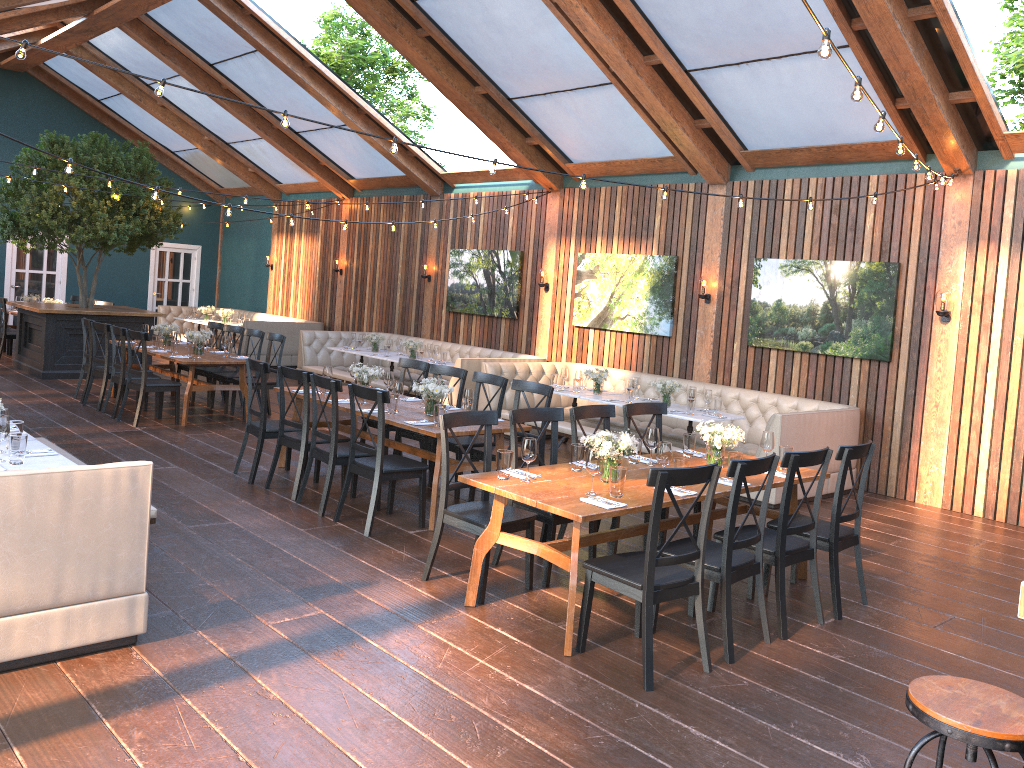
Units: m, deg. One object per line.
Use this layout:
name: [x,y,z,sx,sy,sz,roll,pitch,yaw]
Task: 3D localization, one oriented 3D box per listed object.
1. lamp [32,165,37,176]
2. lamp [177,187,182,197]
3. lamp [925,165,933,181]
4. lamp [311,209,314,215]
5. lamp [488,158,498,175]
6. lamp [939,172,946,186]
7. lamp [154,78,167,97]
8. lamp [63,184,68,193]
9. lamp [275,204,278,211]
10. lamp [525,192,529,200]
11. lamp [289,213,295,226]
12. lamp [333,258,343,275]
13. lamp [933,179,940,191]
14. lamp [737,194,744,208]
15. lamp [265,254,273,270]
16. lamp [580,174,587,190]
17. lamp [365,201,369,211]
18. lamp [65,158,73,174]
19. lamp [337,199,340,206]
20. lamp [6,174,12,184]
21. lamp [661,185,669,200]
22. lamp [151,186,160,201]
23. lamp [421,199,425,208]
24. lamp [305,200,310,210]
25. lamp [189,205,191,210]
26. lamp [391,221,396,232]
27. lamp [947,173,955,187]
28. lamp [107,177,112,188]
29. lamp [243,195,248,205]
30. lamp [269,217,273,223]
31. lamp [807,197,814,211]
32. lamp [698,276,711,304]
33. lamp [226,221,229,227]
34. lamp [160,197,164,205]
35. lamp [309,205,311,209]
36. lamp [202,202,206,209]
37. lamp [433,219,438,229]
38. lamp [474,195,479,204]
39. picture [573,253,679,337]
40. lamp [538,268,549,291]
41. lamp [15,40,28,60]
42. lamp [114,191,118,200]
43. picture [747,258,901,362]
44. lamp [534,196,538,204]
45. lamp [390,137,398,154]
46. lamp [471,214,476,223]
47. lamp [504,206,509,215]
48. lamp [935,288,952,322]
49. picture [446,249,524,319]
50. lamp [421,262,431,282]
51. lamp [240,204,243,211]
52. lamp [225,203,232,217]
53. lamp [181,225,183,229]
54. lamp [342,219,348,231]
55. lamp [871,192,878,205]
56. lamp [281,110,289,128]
lamp: [-5.305,-2.376,9.835,0.056,0.121,0.056,2,4,-34]
lamp: [-3.946,-2.279,10.503,0.056,0.120,0.056,6,3,22]
lamp: [3.183,-1.606,6.745,0.059,0.119,0.057,4,3,1]
lamp: [-3.695,-3.180,16.364,0.073,0.114,0.057,2,4,-36]
lamp: [-0.141,-1.589,6.457,0.056,0.119,0.057,7,4,41]
lamp: [3.591,-1.709,7.375,0.061,0.119,0.057,3,3,-27]
lamp: [-2.171,-1.833,5.471,0.075,0.114,0.056,5,3,3]
lamp: [-6.007,-2.635,11.907,0.056,0.121,0.056,6,3,28]
lamp: [-4.035,-3.022,15.156,0.056,0.120,0.056,6,4,29]
lamp: [0.210,-2.626,12.353,0.056,0.121,0.056,3,3,-21]
lamp: [-2.085,-1.558,8.395,0.056,0.120,0.056,2,4,-37]
lamp: [-3.263,-2.204,16.555,0.178,0.319,0.147,1,4,-43]
lamp: [4.004,-1.876,8.343,0.065,0.118,0.056,5,3,7]
lamp: [1.926,-1.536,7.435,0.056,0.121,0.056,4,3,-9]
lamp: [-5.109,-2.566,18.579,0.178,0.319,0.147,1,4,-43]
lamp: [0.551,-1.551,6.790,0.056,0.121,0.056,5,3,16]
lamp: [-1.875,-2.306,11.476,0.056,0.120,0.056,3,3,-22]
lamp: [-3.205,-1.577,6.402,0.056,0.120,0.056,7,4,44]
lamp: [-3.216,-3.370,16.415,0.056,0.119,0.056,4,3,-14]
lamp: [-6.396,-2.610,11.252,0.056,0.120,0.056,7,4,35]
lamp: [1.231,-1.537,7.122,0.059,0.119,0.056,6,3,27]
lamp: [-2.852,-1.525,7.069,0.056,0.119,0.056,5,3,7]
lamp: [-1.189,-2.401,11.786,0.057,0.118,0.063,7,4,41]
lamp: [-2.583,-2.261,11.172,0.056,0.117,0.067,5,3,11]
lamp: [-7.261,-3.979,19.958,0.056,0.120,0.056,6,4,29]
lamp: [-1.298,-1.729,9.695,0.056,0.121,0.056,7,4,35]
lamp: [3.980,-1.849,8.026,0.056,0.120,0.056,5,3,8]
lamp: [-4.627,-2.317,10.179,0.056,0.121,0.056,4,3,-2]
lamp: [-3.260,-2.258,10.835,0.056,0.121,0.056,3,3,-28]
lamp: [-4.379,-2.983,16.092,0.066,0.117,0.056,6,3,23]
lamp: [2.621,-1.579,7.753,0.056,0.121,0.056,3,3,-27]
lamp: [2.278,-1.117,10.481,0.178,0.319,0.147,1,4,-43]
lamp: [-5.082,-2.858,15.809,0.056,0.120,0.056,6,3,25]
lamp: [-5.223,-2.729,13.215,0.056,0.119,0.060,6,4,33]
lamp: [-3.616,-3.177,15.779,0.064,0.118,0.057,2,4,-34]
lamp: [-4.823,-2.800,13.863,0.060,0.119,0.057,3,3,-19]
lamp: [-0.892,-1.870,10.334,0.056,0.120,0.056,4,3,-15]
lamp: [-0.482,-2.511,12.069,0.056,0.120,0.056,4,3,0]
picture: [1.434,-1.186,11.475,0.065,0.995,1.658,2,5,-43]
lamp: [0.442,-1.477,12.494,0.178,0.319,0.147,1,4,-43]
lamp: [-2.843,-1.937,5.128,0.056,0.114,0.076,1,5,-44]
lamp: [-5.626,-2.677,12.570,0.056,0.120,0.056,3,3,-17]
picture: [3.281,-0.825,9.460,0.065,0.995,1.658,2,5,-43]
lamp: [0.334,-2.532,12.182,0.056,0.118,0.062,6,4,30]
lamp: [-0.815,-1.652,6.125,0.056,0.121,0.056,3,3,-28]
lamp: [-0.484,-2.051,10.963,0.071,0.116,0.057,3,3,-20]
lamp: [-0.071,-2.272,11.578,0.060,0.119,0.056,3,3,-20]
lamp: [4.125,-0.754,8.456,0.178,0.319,0.147,1,4,-43]
picture: [-0.446,-1.554,13.526,0.065,0.995,1.658,2,5,-43]
lamp: [-1.418,-1.842,14.533,0.178,0.319,0.147,1,4,-43]
lamp: [-4.425,-2.895,14.504,0.068,0.117,0.056,8,4,44]
lamp: [-2.475,-1.522,7.737,0.056,0.121,0.056,1,4,-44]
lamp: [-5.792,-2.784,15.525,0.056,0.121,0.056,6,3,24]
lamp: [-1.709,-1.628,9.054,0.056,0.120,0.056,3,3,-24]
lamp: [3.311,-1.690,8.065,0.056,0.117,0.066,4,3,-14]
lamp: [-1.482,-1.733,5.783,0.056,0.120,0.056,6,3,23]
